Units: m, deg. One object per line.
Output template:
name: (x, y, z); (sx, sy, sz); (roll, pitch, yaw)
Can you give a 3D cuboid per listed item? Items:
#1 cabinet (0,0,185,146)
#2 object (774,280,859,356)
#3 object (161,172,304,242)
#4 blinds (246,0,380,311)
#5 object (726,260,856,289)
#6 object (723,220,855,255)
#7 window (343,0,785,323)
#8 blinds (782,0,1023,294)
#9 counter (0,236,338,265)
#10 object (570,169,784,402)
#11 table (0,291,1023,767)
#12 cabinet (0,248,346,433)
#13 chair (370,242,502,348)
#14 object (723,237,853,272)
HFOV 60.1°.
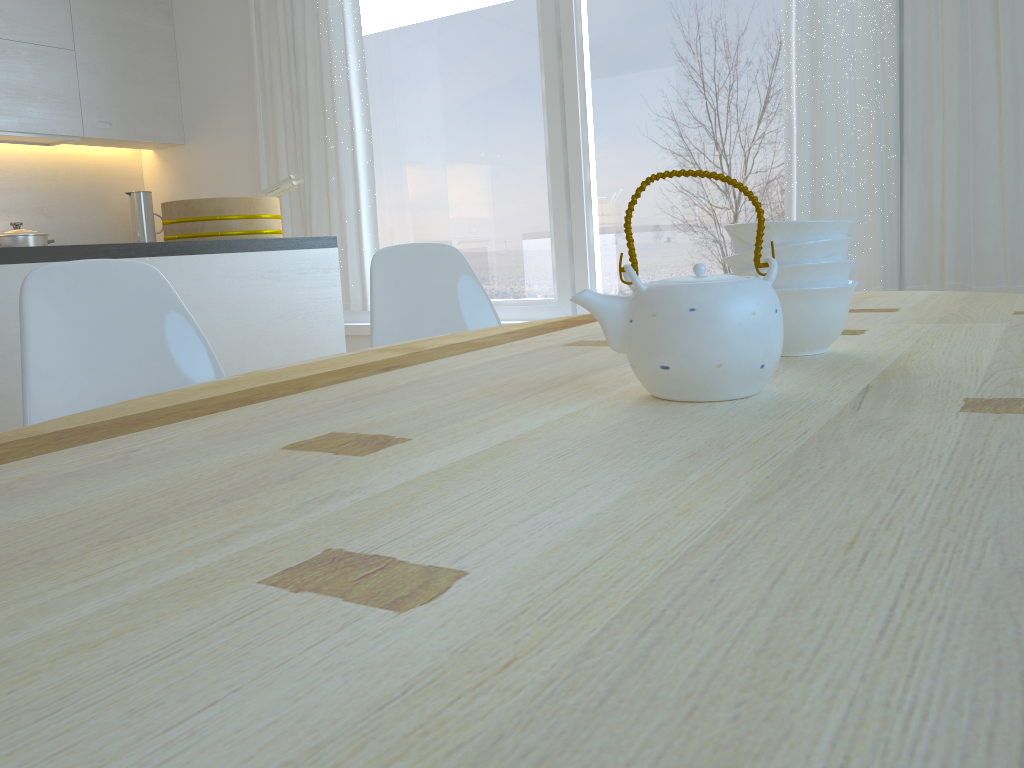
cabinet: (-2.650, -0.762, 3.575); (0.481, 2.286, 3.224); (0, 8, 32)
object: (0.341, -0.080, 1.076); (0.152, 0.082, 0.153); (-6, 8, -19)
object: (-0.942, -0.579, 2.956); (0.431, 0.213, 0.380); (-8, 9, -30)
blinds: (-1.030, -1.415, 4.282); (0.795, 2.147, 0.151); (0, 6, 31)
object: (0.338, -0.103, 1.077); (0.152, 0.092, 0.152); (-6, 8, -19)
object: (0.336, -0.155, 1.074); (0.152, 0.086, 0.152); (-8, 9, -30)
window: (0.231, -1.230, 3.755); (2.727, 1.906, 0.089); (1, 7, 32)
blinds: (1.238, -1.343, 2.883); (0.795, 2.147, 0.151); (0, 6, 32)
counter: (-1.477, -0.295, 2.162); (0.601, 0.040, 2.418); (2, 10, 31)
object: (0.164, -0.096, 0.839); (0.177, 0.210, 0.148); (0, 8, 31)
table: (0.240, 0.332, 1.085); (1.193, 0.720, 2.206); (1, 10, 30)
cabinet: (-1.446, 0.174, 2.206); (0.600, 0.904, 2.418); (0, 9, 32)
chair: (-0.048, 0.121, 2.000); (0.432, 0.896, 0.524); (-8, 8, -38)
object: (0.335, -0.127, 1.077); (0.152, 0.095, 0.151); (-11, 10, -41)
